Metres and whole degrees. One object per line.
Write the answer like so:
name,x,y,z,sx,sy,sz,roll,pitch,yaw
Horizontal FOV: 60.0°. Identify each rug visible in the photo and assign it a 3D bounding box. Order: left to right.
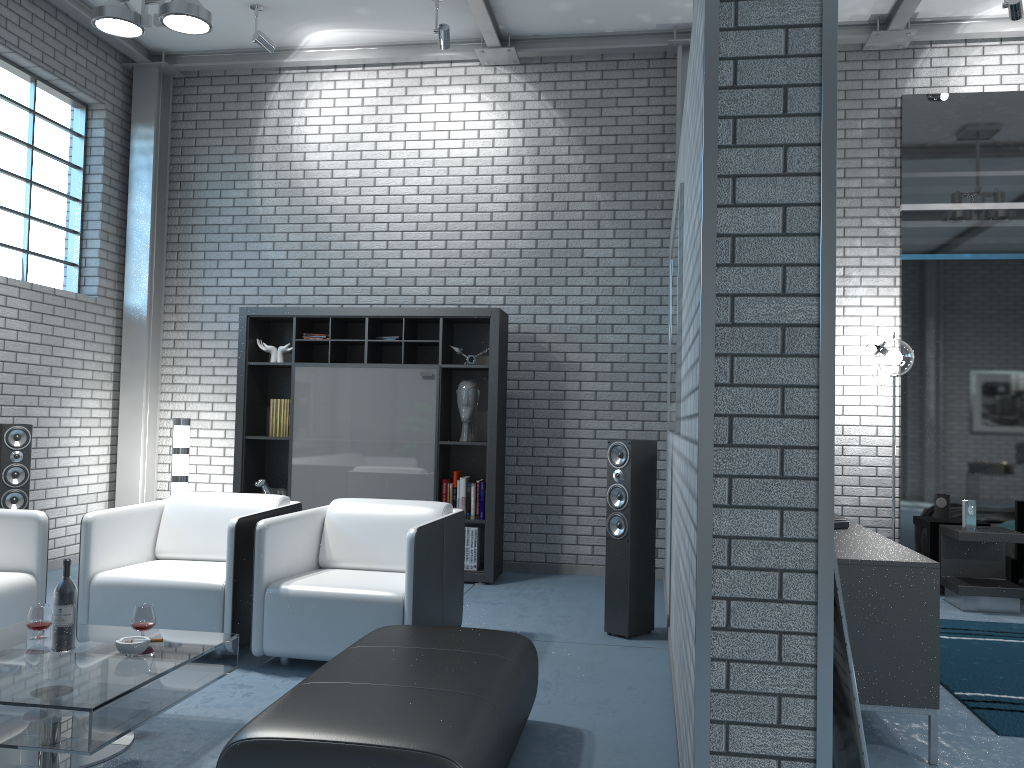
rug,2.422,1.366,4.269,0.886,0.012,2.060,1,-2,9

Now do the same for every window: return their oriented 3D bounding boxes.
window,-3.510,-1.460,5.743,0.100,1.500,2.200,1,-2,9

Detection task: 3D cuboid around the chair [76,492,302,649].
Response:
chair,-1.581,0.910,4.512,0.767,0.661,0.919,1,-2,7

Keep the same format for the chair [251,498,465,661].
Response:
chair,-0.701,0.923,4.335,0.767,0.661,0.919,1,-2,11

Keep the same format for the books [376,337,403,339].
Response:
books,-0.876,-0.330,6.451,0.190,0.015,0.135,0,-3,20

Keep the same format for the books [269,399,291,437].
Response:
books,-1.672,0.252,6.555,0.167,0.275,0.195,1,-2,9

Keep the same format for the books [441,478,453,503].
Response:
books,-0.465,0.813,6.316,0.049,0.270,0.155,1,-2,9

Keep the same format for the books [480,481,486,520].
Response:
books,-0.199,0.821,6.274,0.027,0.263,0.155,1,-2,9

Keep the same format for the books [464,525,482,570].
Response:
books,-0.283,1.152,6.254,0.104,0.295,0.146,1,-2,9

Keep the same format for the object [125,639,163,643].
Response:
object,-1.254,0.892,3.028,0.128,0.052,0.024,1,-2,2

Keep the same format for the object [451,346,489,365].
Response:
object,-0.297,-0.201,6.377,0.322,0.147,0.072,2,-3,-20

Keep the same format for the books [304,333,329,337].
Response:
books,-1.435,-0.355,6.531,0.190,0.015,0.135,2,-2,-12

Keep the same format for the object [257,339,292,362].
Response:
object,-1.737,-0.242,6.566,0.308,0.180,0.106,1,-2,-1

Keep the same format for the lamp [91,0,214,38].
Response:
lamp,-1.852,-2.285,4.611,0.639,0.872,0.300,1,-2,9

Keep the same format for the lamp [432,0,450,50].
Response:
lamp,-0.491,-2.463,6.056,0.137,0.332,0.167,1,-2,-1

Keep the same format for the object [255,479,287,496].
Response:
object,-1.761,0.813,6.548,0.285,0.229,0.095,3,-3,-36

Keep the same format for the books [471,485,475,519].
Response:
books,-0.263,0.837,6.283,0.026,0.229,0.155,1,-2,9

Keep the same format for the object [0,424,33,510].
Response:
object,-3.032,0.766,5.371,0.159,1.045,0.254,3,-3,-36

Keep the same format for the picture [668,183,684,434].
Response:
picture,0.791,-0.275,4.306,0.020,1.015,1.490,1,-2,9

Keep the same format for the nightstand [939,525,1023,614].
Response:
nightstand,3.050,1.195,5.763,0.400,0.501,0.400,1,-2,9

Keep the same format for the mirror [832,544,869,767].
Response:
mirror,0.884,0.768,2.477,0.165,0.978,0.674,1,-2,9

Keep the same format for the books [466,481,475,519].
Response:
books,-0.294,0.823,6.294,0.038,0.256,0.144,1,-2,9

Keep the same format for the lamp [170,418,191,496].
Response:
lamp,-2.356,0.792,6.275,0.140,1.100,0.098,3,-3,-29

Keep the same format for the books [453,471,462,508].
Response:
books,-0.390,0.784,6.305,0.026,0.329,0.155,1,-2,9

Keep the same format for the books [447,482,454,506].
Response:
books,-0.424,0.826,6.301,0.038,0.244,0.171,1,-2,9

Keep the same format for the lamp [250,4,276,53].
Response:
lamp,-1.759,-2.495,6.243,0.137,0.311,0.166,0,-3,34

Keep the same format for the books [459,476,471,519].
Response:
books,-0.336,0.806,6.291,0.046,0.288,0.164,1,-2,9

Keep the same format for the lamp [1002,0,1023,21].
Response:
lamp,3.081,-2.415,5.484,0.137,0.311,0.166,0,-3,34

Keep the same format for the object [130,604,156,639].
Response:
object,-1.362,0.879,3.276,0.089,0.120,0.089,2,-3,-25

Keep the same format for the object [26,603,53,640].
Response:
object,-1.728,0.869,3.245,0.089,0.120,0.089,2,-3,-25

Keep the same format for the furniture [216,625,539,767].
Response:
furniture,-0.327,1.042,2.808,0.685,0.301,1.291,1,-2,9

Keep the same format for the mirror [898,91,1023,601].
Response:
mirror,4.399,-0.267,5.949,3.400,3.500,0.050,1,-2,9

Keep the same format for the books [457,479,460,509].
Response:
books,-0.368,0.814,6.302,0.020,0.270,0.153,1,-2,9

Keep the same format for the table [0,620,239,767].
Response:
table,-1.554,1.072,2.992,0.900,0.300,0.900,1,-2,9

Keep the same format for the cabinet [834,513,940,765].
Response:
cabinet,1.372,0.998,4.156,0.510,0.682,2.250,1,-2,9

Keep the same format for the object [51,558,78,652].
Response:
object,-1.559,0.768,3.094,0.079,0.316,0.079,-1,-3,42

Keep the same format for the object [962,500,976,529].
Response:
object,2.998,0.853,5.812,0.100,0.184,0.032,2,-3,-23

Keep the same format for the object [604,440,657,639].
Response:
object,0.641,0.827,4.803,0.159,1.045,0.254,-1,-3,44

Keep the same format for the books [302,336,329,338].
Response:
books,-1.428,-0.340,6.526,0.190,0.015,0.135,1,-2,13

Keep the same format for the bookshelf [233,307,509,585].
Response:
bookshelf,-1.032,0.421,6.477,1.930,1.920,0.419,1,-2,9

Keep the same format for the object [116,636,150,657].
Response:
object,-1.296,0.902,3.029,0.108,0.056,0.108,1,-2,5

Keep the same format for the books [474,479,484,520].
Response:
books,-0.232,0.816,6.279,0.038,0.270,0.155,1,-2,9

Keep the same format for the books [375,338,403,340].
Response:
books,-0.880,-0.316,6.441,0.190,0.015,0.135,0,-3,30

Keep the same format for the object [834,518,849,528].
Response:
object,1.369,0.538,4.163,0.221,0.237,0.369,3,-3,-26

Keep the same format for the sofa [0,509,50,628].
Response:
sofa,-2.811,0.824,3.151,0.919,0.661,2.238,1,-2,9

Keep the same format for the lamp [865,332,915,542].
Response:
lamp,2.504,0.542,5.829,0.250,1.773,0.259,3,-3,-36

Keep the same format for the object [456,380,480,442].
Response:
object,-0.318,0.192,6.365,0.156,0.443,0.156,3,-3,-37
